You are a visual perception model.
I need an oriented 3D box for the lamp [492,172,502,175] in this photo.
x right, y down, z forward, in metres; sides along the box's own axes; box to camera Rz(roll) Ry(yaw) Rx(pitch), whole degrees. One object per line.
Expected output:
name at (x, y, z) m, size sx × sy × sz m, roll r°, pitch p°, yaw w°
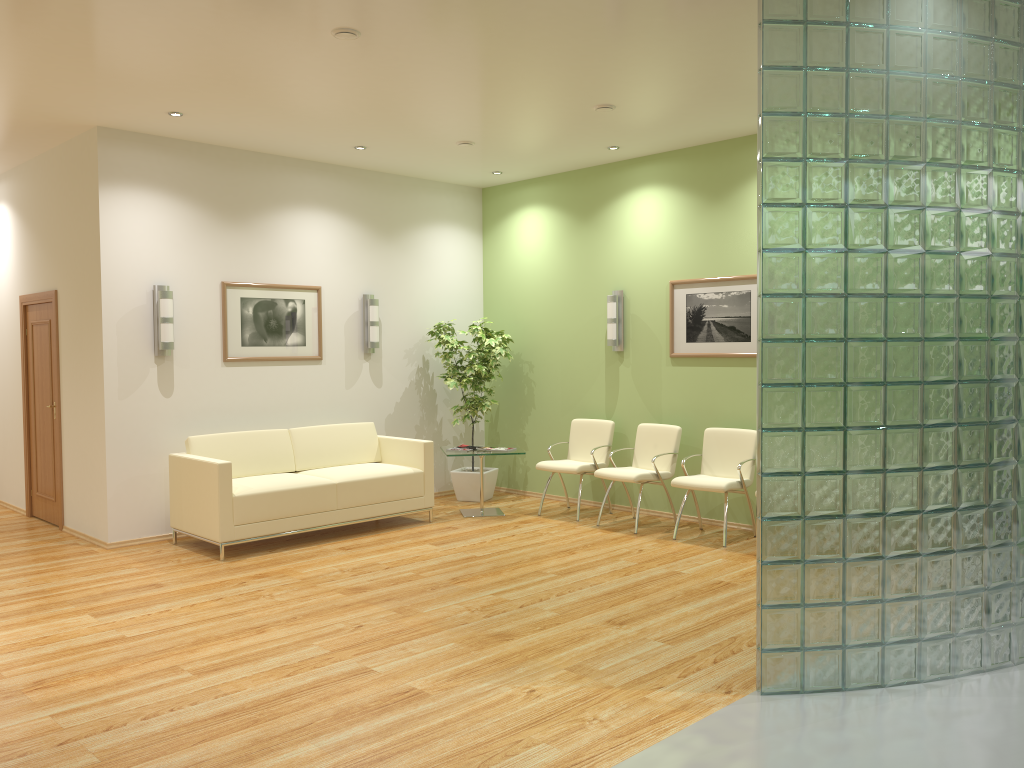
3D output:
lamp at (-0.149, -2.128, 8.951) m, size 0.105 × 0.011 × 0.105 m, roll -1°, pitch 2°, yaw -18°

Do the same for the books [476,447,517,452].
books at (-0.148, 0.610, 8.412) m, size 0.328 × 0.031 × 0.230 m, roll 0°, pitch 2°, yaw 21°

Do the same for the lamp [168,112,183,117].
lamp at (-2.515, -2.014, 6.630) m, size 0.105 × 0.011 × 0.105 m, roll -1°, pitch 2°, yaw -11°

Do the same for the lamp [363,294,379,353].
lamp at (-1.383, -0.593, 8.744) m, size 0.134 × 0.580 × 0.142 m, roll -3°, pitch 3°, yaw -44°

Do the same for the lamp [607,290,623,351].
lamp at (0.980, -0.603, 8.466) m, size 0.142 × 0.580 × 0.134 m, roll -3°, pitch 3°, yaw -44°

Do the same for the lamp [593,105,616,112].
lamp at (0.684, -2.033, 6.566) m, size 0.167 × 0.024 × 0.167 m, roll 0°, pitch 2°, yaw 6°

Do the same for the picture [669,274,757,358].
picture at (1.786, -0.581, 7.729) m, size 0.025 × 0.700 × 1.000 m, roll -3°, pitch 3°, yaw -44°

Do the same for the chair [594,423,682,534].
chair at (1.120, 0.812, 7.833) m, size 0.650 × 0.881 × 0.536 m, roll -2°, pitch 3°, yaw -39°

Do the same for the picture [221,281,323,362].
picture at (-2.158, -0.559, 8.065) m, size 1.000 × 0.700 × 0.025 m, roll -3°, pitch 3°, yaw -44°

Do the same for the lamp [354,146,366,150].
lamp at (-1.332, -2.071, 7.790) m, size 0.105 × 0.011 × 0.105 m, roll -1°, pitch 2°, yaw -11°

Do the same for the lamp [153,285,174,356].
lamp at (-2.858, -0.522, 7.296) m, size 0.134 × 0.580 × 0.142 m, roll -3°, pitch 3°, yaw -44°

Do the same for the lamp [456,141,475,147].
lamp at (-0.403, -2.068, 7.672) m, size 0.167 × 0.024 × 0.167 m, roll 0°, pitch 2°, yaw 6°

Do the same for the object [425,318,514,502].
object at (-0.415, 0.261, 9.187) m, size 0.943 × 1.900 × 0.668 m, roll -2°, pitch 3°, yaw -36°

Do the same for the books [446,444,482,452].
books at (-0.451, 0.611, 8.473) m, size 0.230 × 0.031 × 0.328 m, roll 1°, pitch 3°, yaw 26°

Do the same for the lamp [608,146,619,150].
lamp at (0.902, -2.095, 7.881) m, size 0.105 × 0.011 × 0.105 m, roll 1°, pitch 3°, yaw 26°

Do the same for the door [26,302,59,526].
door at (-4.318, 0.266, 8.152) m, size 0.098 × 2.001 × 0.823 m, roll -3°, pitch 3°, yaw -44°

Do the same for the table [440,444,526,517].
table at (-0.288, 0.931, 8.497) m, size 0.736 × 0.614 × 0.736 m, roll -1°, pitch 2°, yaw -9°

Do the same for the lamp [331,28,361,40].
lamp at (-0.932, -1.955, 4.979) m, size 0.167 × 0.024 × 0.167 m, roll -1°, pitch 2°, yaw -5°
